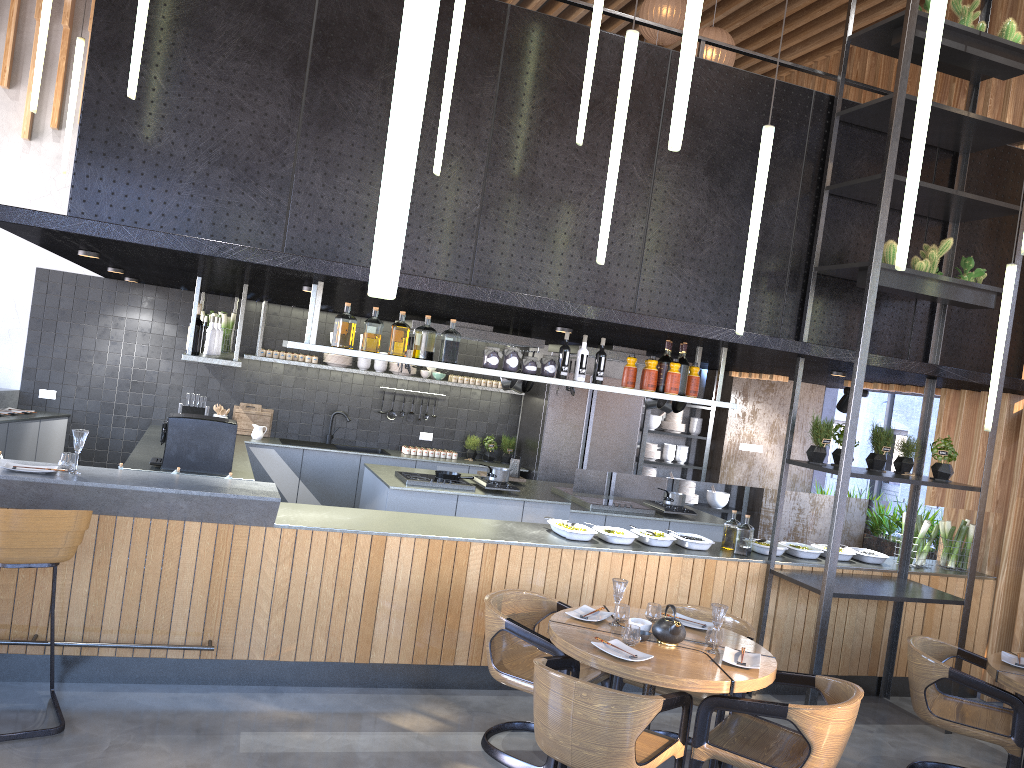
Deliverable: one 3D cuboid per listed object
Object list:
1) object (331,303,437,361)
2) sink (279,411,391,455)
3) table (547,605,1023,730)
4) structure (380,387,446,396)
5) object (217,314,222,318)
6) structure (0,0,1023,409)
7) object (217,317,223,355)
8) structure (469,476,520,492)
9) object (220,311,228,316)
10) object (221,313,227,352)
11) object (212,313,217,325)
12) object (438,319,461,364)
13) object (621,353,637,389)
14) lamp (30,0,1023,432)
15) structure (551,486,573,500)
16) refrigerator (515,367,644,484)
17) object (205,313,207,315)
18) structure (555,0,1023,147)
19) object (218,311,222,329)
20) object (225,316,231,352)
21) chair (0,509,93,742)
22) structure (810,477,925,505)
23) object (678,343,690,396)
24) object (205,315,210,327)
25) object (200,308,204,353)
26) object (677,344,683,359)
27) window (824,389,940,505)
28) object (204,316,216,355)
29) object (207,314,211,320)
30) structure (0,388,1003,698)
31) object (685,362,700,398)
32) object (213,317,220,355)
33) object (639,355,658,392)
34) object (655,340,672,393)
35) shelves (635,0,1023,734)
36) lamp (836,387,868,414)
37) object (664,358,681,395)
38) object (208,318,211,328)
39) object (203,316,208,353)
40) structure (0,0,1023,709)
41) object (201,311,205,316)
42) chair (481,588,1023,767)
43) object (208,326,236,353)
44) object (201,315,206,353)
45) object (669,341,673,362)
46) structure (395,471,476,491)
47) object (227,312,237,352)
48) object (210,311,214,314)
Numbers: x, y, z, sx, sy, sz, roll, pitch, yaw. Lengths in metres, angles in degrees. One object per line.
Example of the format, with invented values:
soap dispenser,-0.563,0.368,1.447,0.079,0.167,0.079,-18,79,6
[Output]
object,-0.763,-0.318,5.397,0.630,0.274,0.139,8,1,-21
sink,-1.848,0.557,9.313,1.111,0.547,0.498,8,1,-19
table,0.526,1.528,1.219,10.659,0.968,6.876,8,1,-18
structure,-1.091,0.083,9.798,0.743,0.018,0.074,8,1,-19
object,-2.833,-0.495,8.466,0.118,0.345,0.055,8,1,15
structure,0.866,-0.947,7.825,8.600,2.382,4.958,8,1,-19
object,-2.380,-0.387,7.181,0.073,0.305,0.072,8,1,13
structure,-0.153,0.868,7.810,0.317,0.060,0.502,8,1,-19
object,-2.816,-0.510,8.518,0.113,0.381,0.056,8,1,13
object,-2.750,-0.493,8.451,0.047,0.365,0.105,8,1,18
object,-2.851,-0.504,8.580,0.141,0.356,0.057,8,1,-4
object,-0.383,-0.266,5.517,0.105,0.274,0.105,8,1,-19
object,0.813,-0.089,6.096,0.096,0.246,0.096,8,1,26
lamp,-0.719,-5.377,4.766,8.975,10.231,8.774,8,1,-20
structure,0.729,1.009,8.118,0.599,0.060,0.510,8,1,-19
refrigerator,0.699,0.895,10.042,1.131,2.027,0.803,8,1,-19
object,-3.072,-0.534,8.851,0.055,0.345,0.118,8,1,-4
structure,-0.314,-0.352,4.624,11.718,4.117,9.054,8,1,-19
object,-2.898,-0.528,8.801,0.046,0.386,0.084,9,1,34
object,-2.745,-0.484,8.522,0.057,0.347,0.093,8,1,-22
chair,-4.739,0.693,5.207,2.787,1.047,5.395,7,1,-42
structure,2.909,1.506,3.566,4.306,1.608,15.715,8,1,20
object,1.163,-0.108,6.083,0.105,0.380,0.105,7,1,-43
object,-2.905,-0.497,8.515,0.054,0.330,0.220,8,1,13
object,-2.403,-0.419,6.757,0.101,0.378,0.100,8,1,-25
object,1.176,-0.109,6.250,0.105,0.380,0.105,8,1,32
window,0.415,-1.007,3.368,12.739,5.897,12.900,8,1,-19
object,-2.346,-0.378,6.910,0.073,0.305,0.072,8,1,-32
object,-2.992,-0.523,8.784,0.093,0.347,0.057,7,1,-40
structure,-1.318,0.967,7.307,8.945,1.400,4.889,8,1,-19
object,1.258,-0.028,6.166,0.096,0.246,0.096,8,1,26
object,-2.360,-0.382,7.045,0.073,0.305,0.072,8,1,23
object,0.945,-0.071,6.083,0.096,0.246,0.235,8,1,2
object,1.045,-0.124,6.072,0.105,0.380,0.105,8,1,12
shelves,2.281,-0.706,8.165,1.247,5.690,5.494,8,1,-9
lamp,3.629,0.139,9.522,0.270,0.367,0.302,8,1,-13
object,1.087,-0.049,5.971,0.096,0.246,0.096,8,1,26
object,-2.809,-0.460,8.235,0.072,0.305,0.073,9,1,44
object,-2.559,-0.413,7.370,0.073,0.305,0.072,8,1,13
structure,-0.648,-1.177,4.571,10.399,5.894,10.127,8,1,-19
object,-3.059,-0.540,8.767,0.105,0.365,0.047,8,1,-1
chair,-0.628,1.454,2.469,9.749,0.759,4.352,8,1,-18
object,-2.827,-0.430,8.551,0.234,0.231,0.248,8,1,9
object,-2.539,-0.408,7.234,0.073,0.305,0.072,8,1,-10
object,1.079,-0.121,6.180,0.105,0.380,0.105,7,1,-33
structure,-0.665,0.820,7.638,0.599,0.060,0.510,8,1,-19
object,-2.730,-0.502,8.615,0.046,0.386,0.084,7,1,-38
object,-3.016,-0.543,8.853,0.056,0.381,0.113,8,1,-5
